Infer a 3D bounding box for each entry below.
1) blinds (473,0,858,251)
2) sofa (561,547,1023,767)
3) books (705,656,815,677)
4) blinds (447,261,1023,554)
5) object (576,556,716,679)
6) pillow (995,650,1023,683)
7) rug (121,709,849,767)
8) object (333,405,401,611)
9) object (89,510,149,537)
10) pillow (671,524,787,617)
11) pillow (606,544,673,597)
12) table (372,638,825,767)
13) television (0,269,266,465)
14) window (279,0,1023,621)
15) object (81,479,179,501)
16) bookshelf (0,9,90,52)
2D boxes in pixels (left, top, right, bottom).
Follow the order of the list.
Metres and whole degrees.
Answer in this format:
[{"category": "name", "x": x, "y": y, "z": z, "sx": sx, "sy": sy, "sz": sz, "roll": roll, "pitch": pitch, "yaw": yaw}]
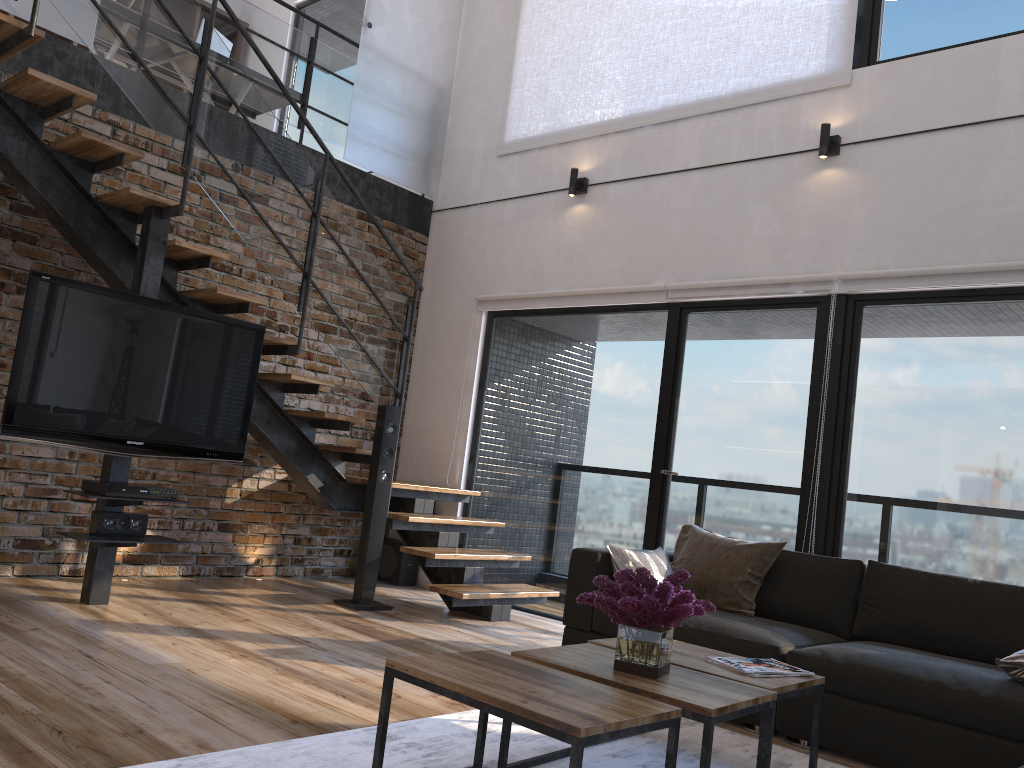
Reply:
[{"category": "blinds", "x": -0.473, "y": -2.574, "z": 5.785, "sx": 10.199, "sy": 2.971, "sz": 1.999, "roll": 5, "pitch": -6, "yaw": 20}, {"category": "sofa", "x": 1.050, "y": 0.932, "z": 2.715, "sx": 3.043, "sy": 0.699, "sz": 3.004, "roll": 2, "pitch": -8, "yaw": 42}, {"category": "books", "x": 0.791, "y": 0.903, "z": 2.829, "sx": 0.295, "sy": 0.013, "sz": 0.229, "roll": 10, "pitch": -7, "yaw": -27}, {"category": "blinds", "x": 1.606, "y": 0.415, "z": 4.593, "sx": 5.367, "sy": 2.041, "sz": 0.096, "roll": 2, "pitch": -7, "yaw": 42}, {"category": "object", "x": 0.397, "y": 0.660, "z": 2.570, "sx": 0.341, "sy": 0.342, "sz": 0.375, "roll": 2, "pitch": -8, "yaw": 43}, {"category": "pillow", "x": 1.952, "y": 1.012, "z": 3.126, "sx": 0.356, "sy": 0.177, "sz": 0.532, "roll": 2, "pitch": -8, "yaw": 40}, {"category": "rug", "x": 0.285, "y": 1.165, "z": 2.488, "sx": 1.636, "sy": 0.003, "sz": 2.117, "roll": 2, "pitch": -8, "yaw": 42}, {"category": "object", "x": -0.812, "y": 0.727, "z": 5.318, "sx": 0.271, "sy": 1.204, "sz": 0.271, "roll": 12, "pitch": -7, "yaw": -43}, {"category": "object", "x": -1.921, "y": 0.685, "z": 4.335, "sx": 0.088, "sy": 0.112, "sz": 0.247, "roll": 2, "pitch": -8, "yaw": 42}, {"category": "pillow", "x": 0.983, "y": 0.893, "z": 4.300, "sx": 0.609, "sy": 0.382, "sz": 0.265, "roll": 2, "pitch": -8, "yaw": 42}, {"category": "pillow", "x": 0.641, "y": 0.901, "z": 4.145, "sx": 0.212, "sy": 0.265, "sz": 0.499, "roll": 2, "pitch": -8, "yaw": 42}, {"category": "table", "x": 0.327, "y": 0.997, "z": 2.536, "sx": 0.697, "sy": 0.349, "sz": 1.300, "roll": 2, "pitch": -8, "yaw": 42}, {"category": "television", "x": -1.825, "y": -0.028, "z": 4.371, "sx": 0.136, "sy": 0.782, "sz": 1.209, "roll": 2, "pitch": -7, "yaw": 42}, {"category": "window", "x": 0.537, "y": -1.290, "z": 3.645, "sx": 13.393, "sy": 5.559, "sz": 5.673, "roll": 2, "pitch": -8, "yaw": 42}, {"category": "object", "x": -1.845, "y": 0.516, "z": 4.294, "sx": 0.275, "sy": 0.058, "sz": 0.361, "roll": 2, "pitch": -8, "yaw": 42}, {"category": "bookshelf", "x": -3.897, "y": -2.867, "z": 8.283, "sx": 0.307, "sy": 2.278, "sz": 2.722, "roll": 2, "pitch": -7, "yaw": 42}]
